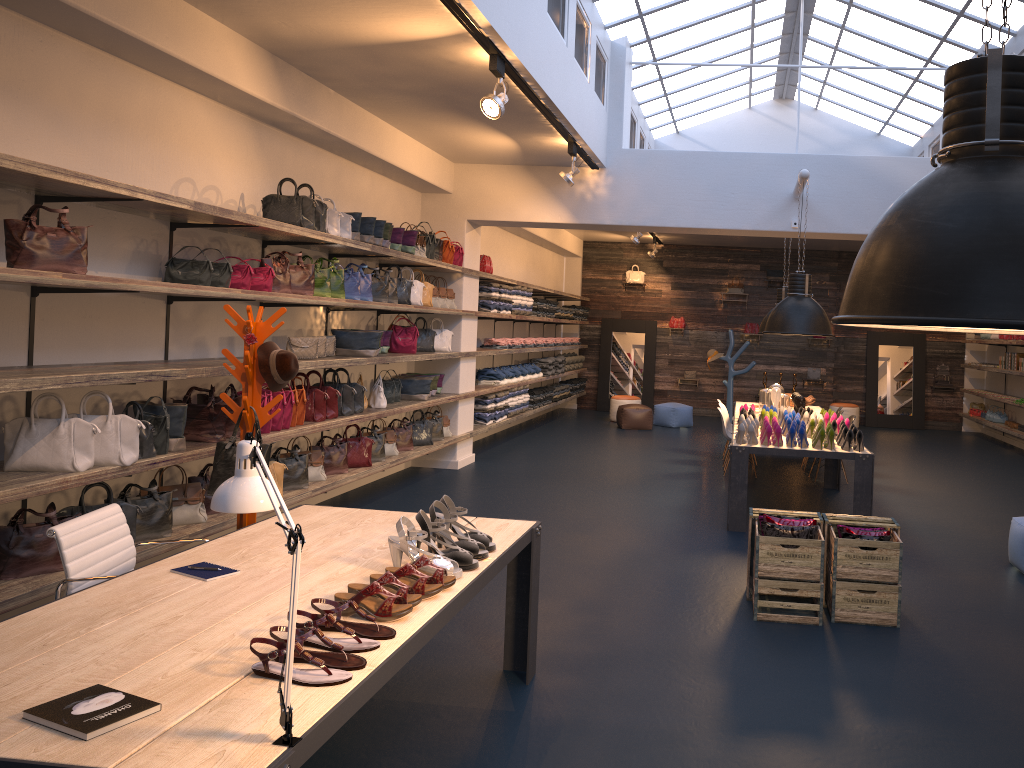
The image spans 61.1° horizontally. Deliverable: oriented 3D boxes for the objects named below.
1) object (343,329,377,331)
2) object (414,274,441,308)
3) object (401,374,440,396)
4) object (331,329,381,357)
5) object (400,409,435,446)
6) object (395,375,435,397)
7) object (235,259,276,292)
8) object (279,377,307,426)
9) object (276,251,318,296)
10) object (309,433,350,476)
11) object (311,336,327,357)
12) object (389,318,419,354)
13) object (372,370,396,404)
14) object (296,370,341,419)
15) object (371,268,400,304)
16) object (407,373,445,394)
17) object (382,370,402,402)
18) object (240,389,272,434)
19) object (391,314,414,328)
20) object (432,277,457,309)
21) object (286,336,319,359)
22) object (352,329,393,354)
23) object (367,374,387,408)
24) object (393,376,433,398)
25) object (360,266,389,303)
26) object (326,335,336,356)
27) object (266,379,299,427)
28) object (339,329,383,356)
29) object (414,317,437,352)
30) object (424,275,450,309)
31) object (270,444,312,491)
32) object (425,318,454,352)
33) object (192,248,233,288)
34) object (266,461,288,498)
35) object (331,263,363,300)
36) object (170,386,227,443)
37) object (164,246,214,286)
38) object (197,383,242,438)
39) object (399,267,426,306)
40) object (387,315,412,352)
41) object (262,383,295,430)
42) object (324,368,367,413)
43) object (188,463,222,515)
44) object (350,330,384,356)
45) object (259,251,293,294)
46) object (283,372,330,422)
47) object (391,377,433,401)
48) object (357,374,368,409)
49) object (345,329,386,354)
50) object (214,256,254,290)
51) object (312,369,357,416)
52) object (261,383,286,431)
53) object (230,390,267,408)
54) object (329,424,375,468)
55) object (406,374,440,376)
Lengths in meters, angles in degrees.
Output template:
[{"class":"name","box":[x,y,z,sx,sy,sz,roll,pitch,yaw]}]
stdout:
[{"class":"object","box":[-1.453,-0.387,8.037,0.432,0.235,0.172,2,1,-12]},{"class":"object","box":[-0.949,-0.997,9.279,0.415,0.367,0.164,1,1,-39]},{"class":"object","box":[-1.005,0.019,9.480,0.432,0.235,0.171,2,1,-12]},{"class":"object","box":[-1.353,-0.349,7.521,0.429,0.232,0.173,2,1,-10]},{"class":"object","box":[-0.985,0.449,9.066,0.177,0.386,0.461,3,2,45]},{"class":"object","box":[-1.040,0.030,9.289,0.437,0.235,0.169,2,1,-17]},{"class":"object","box":[-1.798,-0.749,5.993,0.202,0.243,0.266,4,2,36]},{"class":"object","box":[-1.681,0.130,6.480,0.264,0.362,0.203,2,1,-28]},{"class":"object","box":[-1.635,-0.826,6.462,0.402,0.339,0.202,2,1,-26]},{"class":"object","box":[-1.495,0.581,7.181,0.407,0.339,0.199,1,2,-42]},{"class":"object","box":[-1.581,-0.299,6.898,0.097,0.175,0.287,3,3,31]},{"class":"object","box":[-1.092,-0.486,8.753,0.202,0.362,0.266,3,1,36]},{"class":"object","box":[-1.238,0.032,8.438,0.254,0.329,0.100,2,1,-35]},{"class":"object","box":[-1.580,0.080,6.996,0.419,0.386,0.195,3,1,6]},{"class":"object","box":[-1.195,-0.911,8.038,0.407,0.339,0.199,1,2,-39]},{"class":"object","box":[-0.978,-0.005,9.853,0.430,0.235,0.172,2,1,-11]},{"class":"object","box":[-1.198,0.023,8.602,0.254,0.329,0.100,2,1,-35]},{"class":"object","box":[-1.790,0.191,5.968,0.270,0.298,0.234,2,1,-24]},{"class":"object","box":[-1.145,-0.533,9.034,0.311,0.410,0.128,2,0,-22]},{"class":"object","box":[-0.809,-1.027,9.810,0.415,0.367,0.164,1,1,-39]},{"class":"object","box":[-1.591,-0.279,6.593,0.096,0.175,0.291,3,2,41]},{"class":"object","box":[-1.379,-0.410,8.426,0.429,0.235,0.173,2,1,-10]},{"class":"object","box":[-1.258,0.062,8.105,0.163,0.309,0.321,3,2,-19]},{"class":"object","box":[-1.045,0.040,9.100,0.439,0.232,0.169,2,1,-19]},{"class":"object","box":[-1.265,-0.897,7.790,0.401,0.339,0.203,2,1,-25]},{"class":"object","box":[-1.572,-0.319,7.197,0.097,0.175,0.288,3,3,33]},{"class":"object","box":[-1.711,0.136,6.367,0.264,0.362,0.203,2,1,-28]},{"class":"object","box":[-1.367,-0.362,7.689,0.439,0.232,0.169,2,1,-19]},{"class":"object","box":[-1.001,-0.541,9.476,0.177,0.386,0.461,3,2,45]},{"class":"object","box":[-0.875,-1.013,9.558,0.415,0.367,0.164,1,1,-39]},{"class":"object","box":[-1.665,0.622,6.465,0.407,0.339,0.199,1,2,-39]},{"class":"object","box":[-0.850,-0.554,9.779,0.460,0.386,0.177,1,1,-36]},{"class":"object","box":[-1.987,-0.754,5.694,0.302,0.276,0.132,2,1,-9]},{"class":"object","box":[-1.782,0.614,6.077,0.461,0.386,0.177,1,2,-42]},{"class":"object","box":[-1.428,-0.856,7.293,0.173,0.305,0.405,3,2,41]},{"class":"object","box":[-1.963,0.187,5.487,0.361,0.339,0.225,3,1,15]},{"class":"object","box":[-2.073,-0.750,5.567,0.302,0.276,0.132,2,1,-9]},{"class":"object","box":[-1.895,0.170,5.676,0.336,0.356,0.165,3,0,7]},{"class":"object","box":[-1.052,-0.974,8.639,0.461,0.386,0.177,1,2,-42]},{"class":"object","box":[-1.139,-0.510,8.886,0.211,0.385,0.271,3,1,33]},{"class":"object","box":[-1.702,0.156,6.215,0.227,0.342,0.292,4,2,42]},{"class":"object","box":[-1.459,0.052,7.499,0.425,0.386,0.193,3,1,1]},{"class":"object","box":[-1.903,0.666,5.637,0.407,0.339,0.199,1,2,-42]},{"class":"object","box":[-1.382,-0.372,7.871,0.436,0.235,0.170,2,1,-16]},{"class":"object","box":[-1.702,-0.798,6.259,0.189,0.305,0.373,3,2,2]},{"class":"object","box":[-1.635,0.101,6.778,0.426,0.386,0.192,3,1,0]},{"class":"object","box":[-1.032,0.053,8.920,0.430,0.232,0.172,2,1,-11]},{"class":"object","box":[-1.412,0.063,7.968,0.163,0.309,0.321,3,2,-19]},{"class":"object","box":[-1.414,-0.397,8.219,0.436,0.235,0.170,2,1,-16]},{"class":"object","box":[-1.902,-0.744,5.838,0.201,0.243,0.266,4,2,38]},{"class":"object","box":[-1.498,0.065,7.274,0.416,0.386,0.197,3,1,8]},{"class":"object","box":[-1.731,0.162,6.103,0.227,0.342,0.292,4,2,42]},{"class":"object","box":[-1.789,0.193,5.861,0.254,0.300,0.348,4,2,39]},{"class":"object","box":[-1.390,0.532,7.562,0.461,0.386,0.177,1,2,-42]},{"class":"object","box":[-1.019,0.006,9.659,0.437,0.235,0.169,2,1,-17]}]
